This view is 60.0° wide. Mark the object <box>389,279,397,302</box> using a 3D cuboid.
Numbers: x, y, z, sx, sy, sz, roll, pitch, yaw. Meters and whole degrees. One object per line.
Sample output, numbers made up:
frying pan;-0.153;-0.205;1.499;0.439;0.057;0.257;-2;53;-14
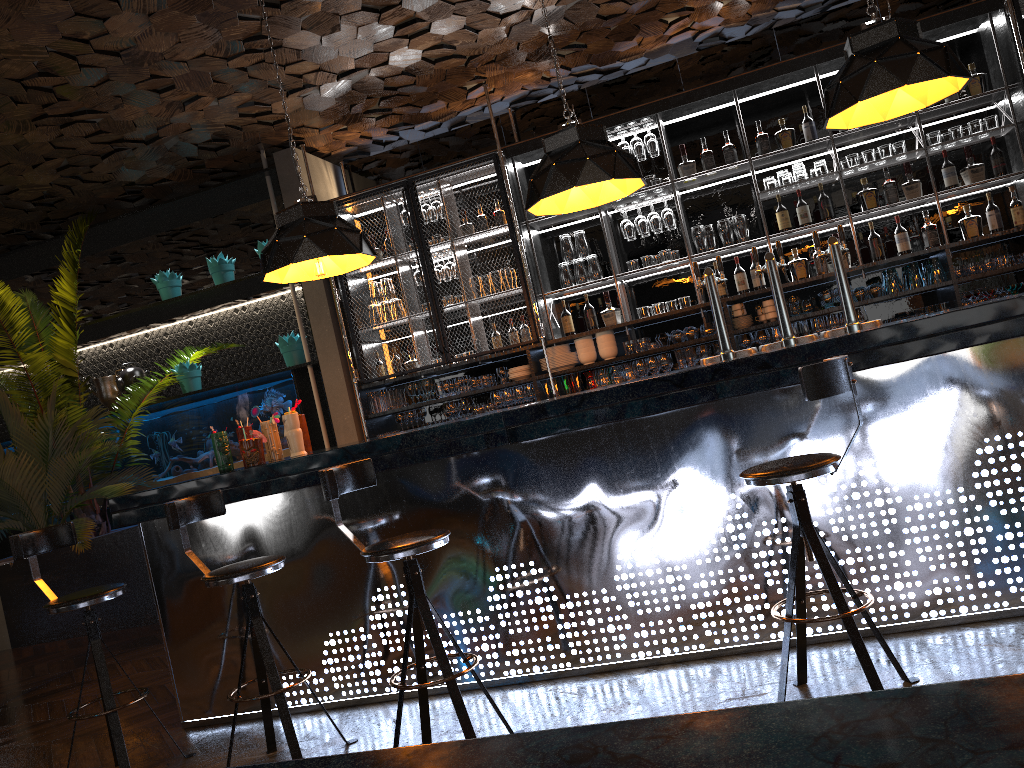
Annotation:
object;-1.013;-0.777;7.372;0.092;0.182;0.092;-13;-1;10

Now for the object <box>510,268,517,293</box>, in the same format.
object;-0.003;-0.824;7.057;0.092;0.182;0.092;-13;-1;10

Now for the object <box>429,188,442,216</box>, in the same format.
object;-0.609;-1.448;7.068;0.081;0.213;0.081;-13;-1;21

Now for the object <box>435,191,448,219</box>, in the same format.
object;-0.571;-1.454;7.207;0.081;0.213;0.081;-13;-1;21

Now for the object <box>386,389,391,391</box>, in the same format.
object;-1.013;0.131;7.297;0.067;0.174;0.067;-12;-1;-24

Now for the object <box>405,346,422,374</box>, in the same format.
object;-0.811;-0.193;7.249;0.108;0.244;0.108;-13;-1;29

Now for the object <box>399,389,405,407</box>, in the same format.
object;-0.915;0.120;7.263;0.051;0.152;0.058;-14;-1;42

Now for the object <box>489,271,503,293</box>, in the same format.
object;-0.121;-0.798;7.014;0.092;0.182;0.092;-13;-1;10

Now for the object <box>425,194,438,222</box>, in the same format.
object;-0.656;-1.435;7.231;0.081;0.213;0.081;-13;-1;21

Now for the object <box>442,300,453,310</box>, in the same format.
object;-0.522;-0.652;7.227;0.077;0.080;0.077;-12;-1;-20

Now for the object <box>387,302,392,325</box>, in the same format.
object;-1.018;-0.589;7.392;0.092;0.182;0.092;-13;-1;10

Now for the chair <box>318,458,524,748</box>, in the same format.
chair;-0.351;0.801;3.148;0.476;1.108;0.419;-13;-1;15

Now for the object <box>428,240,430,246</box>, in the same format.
object;-0.702;-1.121;7.169;0.077;0.080;0.077;-12;-1;-39

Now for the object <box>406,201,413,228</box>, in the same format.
object;-0.827;-1.395;7.280;0.081;0.213;0.081;-13;-1;21

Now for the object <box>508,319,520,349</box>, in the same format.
object;0.012;-0.392;7.056;0.075;0.260;0.075;-12;-1;-26

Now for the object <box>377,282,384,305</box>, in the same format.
object;-1.107;-0.755;7.410;0.092;0.182;0.092;-13;-1;10

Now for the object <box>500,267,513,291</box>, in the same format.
object;-0.038;-0.818;6.969;0.092;0.182;0.092;-13;-1;10

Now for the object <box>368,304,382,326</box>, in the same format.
object;-1.135;-0.564;7.325;0.092;0.182;0.092;-13;-1;10

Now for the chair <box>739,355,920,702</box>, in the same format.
chair;0.982;0.496;2.875;0.476;1.108;0.419;-13;-1;30

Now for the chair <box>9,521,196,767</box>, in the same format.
chair;-1.772;1.132;3.742;0.476;1.108;0.419;-13;-1;15

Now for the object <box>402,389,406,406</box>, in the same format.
object;-0.914;0.121;7.323;0.051;0.152;0.058;-14;-1;40

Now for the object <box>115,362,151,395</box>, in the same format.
object;-3.403;-0.050;7.966;0.290;0.292;0.278;-12;-1;-38

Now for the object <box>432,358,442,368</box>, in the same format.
object;-0.600;-0.159;7.149;0.077;0.080;0.077;-12;-1;-35

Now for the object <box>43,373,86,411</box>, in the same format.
object;-4.154;0.172;8.274;0.458;0.472;0.250;-14;-1;42

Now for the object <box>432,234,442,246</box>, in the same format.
object;-0.596;-1.146;7.093;0.077;0.080;0.077;-12;-1;-39

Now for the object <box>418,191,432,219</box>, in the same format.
object;-0.694;-1.428;7.092;0.081;0.213;0.081;-13;-1;21

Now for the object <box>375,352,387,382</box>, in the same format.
object;-1.094;-0.136;7.347;0.075;0.261;0.075;-12;-1;-26

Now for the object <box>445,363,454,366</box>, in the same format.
object;-0.505;-0.181;7.110;0.077;0.080;0.077;-13;-1;1

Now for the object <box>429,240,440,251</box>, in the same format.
object;-0.633;-1.135;7.260;0.077;0.080;0.077;-12;-1;-19

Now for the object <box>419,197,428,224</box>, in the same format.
object;-0.737;-1.416;7.254;0.081;0.213;0.081;-13;-1;21

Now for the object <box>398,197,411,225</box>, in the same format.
object;-0.865;-1.389;7.141;0.081;0.213;0.081;-13;-1;21

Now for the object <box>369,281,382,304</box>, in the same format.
object;-1.128;-0.752;7.314;0.092;0.182;0.092;-13;-1;10

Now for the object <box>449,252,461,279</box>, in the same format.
object;-0.461;-0.966;7.198;0.081;0.213;0.081;-13;-1;21

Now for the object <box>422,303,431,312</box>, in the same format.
object;-0.689;-0.614;7.213;0.077;0.080;0.077;-13;-1;27

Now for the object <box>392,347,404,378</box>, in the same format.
object;-0.945;-0.172;7.276;0.075;0.260;0.075;-12;-1;-41

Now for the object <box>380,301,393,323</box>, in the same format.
object;-1.037;-0.586;7.298;0.092;0.182;0.092;-13;-1;10

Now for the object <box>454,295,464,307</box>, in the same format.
object;-0.422;-0.675;7.206;0.077;0.080;0.077;-13;-1;11

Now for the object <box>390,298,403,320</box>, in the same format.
object;-0.945;-0.608;7.261;0.092;0.182;0.092;-13;-1;10

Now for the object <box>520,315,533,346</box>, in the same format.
object;0.104;-0.413;7.008;0.075;0.260;0.075;-12;-1;-26

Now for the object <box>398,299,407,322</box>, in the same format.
object;-0.931;-0.609;7.357;0.092;0.182;0.092;-13;-1;10

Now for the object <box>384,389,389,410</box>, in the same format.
object;-1.034;0.134;7.209;0.067;0.174;0.067;-14;-1;41

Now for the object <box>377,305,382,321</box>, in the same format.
object;-1.117;-0.566;7.426;0.092;0.182;0.092;-13;-1;10

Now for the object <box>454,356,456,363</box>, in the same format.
object;-0.498;-0.180;7.274;0.077;0.080;0.077;-12;-1;-35

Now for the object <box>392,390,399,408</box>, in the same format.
object;-0.953;0.126;7.149;0.058;0.152;0.051;-13;-1;19

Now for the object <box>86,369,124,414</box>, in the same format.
object;-3.696;0.100;8.147;0.232;0.398;0.378;-12;-1;-44

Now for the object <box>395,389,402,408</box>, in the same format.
object;-0.933;0.123;7.206;0.058;0.152;0.051;-12;-1;-23

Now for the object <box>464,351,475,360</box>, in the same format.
object;-0.338;-0.219;7.095;0.077;0.080;0.077;-13;-1;4

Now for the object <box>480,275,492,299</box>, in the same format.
object;-0.206;-0.777;7.118;0.092;0.182;0.092;-13;-1;10

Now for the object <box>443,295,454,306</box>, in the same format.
object;-0.502;-0.659;7.065;0.077;0.080;0.077;-13;-1;11

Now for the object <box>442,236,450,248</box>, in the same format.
object;-0.528;-1.159;7.241;0.077;0.080;0.077;-12;-1;-39

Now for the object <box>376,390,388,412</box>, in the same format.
object;-1.048;0.136;7.133;0.067;0.174;0.067;-12;-1;-35

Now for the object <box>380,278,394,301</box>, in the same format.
object;-1.030;-0.775;7.295;0.092;0.182;0.092;-13;-1;10

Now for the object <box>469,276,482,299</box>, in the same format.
object;-0.284;-0.761;7.036;0.092;0.182;0.092;-13;-1;10

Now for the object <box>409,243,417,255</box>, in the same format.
object;-0.796;-1.099;7.216;0.077;0.080;0.077;-13;-1;6

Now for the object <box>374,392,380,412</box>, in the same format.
object;-1.103;0.150;7.215;0.067;0.174;0.067;-12;-1;-34

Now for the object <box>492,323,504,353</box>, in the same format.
object;-0.122;-0.360;7.071;0.075;0.261;0.075;-12;-1;-26

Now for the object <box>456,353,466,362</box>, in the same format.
object;-0.410;-0.201;7.172;0.077;0.080;0.077;-12;-1;-19

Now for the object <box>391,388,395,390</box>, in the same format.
object;-0.990;0.127;7.380;0.067;0.174;0.067;-12;-1;-35

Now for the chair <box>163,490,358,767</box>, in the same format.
chair;-1.019;0.957;3.461;0.476;1.108;0.419;-13;-1;15
